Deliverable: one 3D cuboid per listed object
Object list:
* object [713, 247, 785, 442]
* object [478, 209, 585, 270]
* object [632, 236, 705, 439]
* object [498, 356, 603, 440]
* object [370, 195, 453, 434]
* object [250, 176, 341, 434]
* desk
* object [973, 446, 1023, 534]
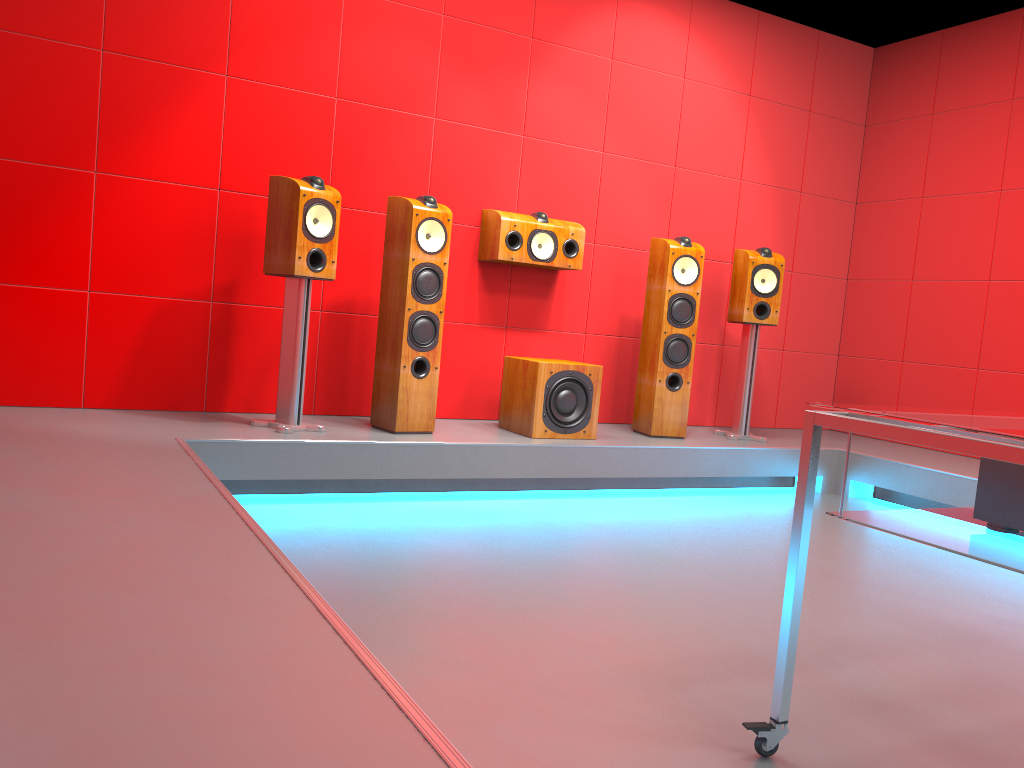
[{"bbox_3d":[1.322,-0.224,4.929,0.231,1.058,0.265,5,4,-8],"label":"object"},{"bbox_3d":[0.107,-0.749,4.585,0.493,0.271,0.235,3,5,-28],"label":"object"},{"bbox_3d":[0.828,-0.248,4.689,0.203,1.052,0.238,4,4,-18],"label":"object"},{"bbox_3d":[0.188,0.066,4.357,0.360,0.360,0.360,3,5,-28],"label":"object"},{"bbox_3d":[-0.450,-0.312,3.974,0.203,1.052,0.238,2,5,-38],"label":"object"},{"bbox_3d":[-0.904,-0.338,3.729,0.265,1.058,0.231,9,6,41],"label":"object"},{"bbox_3d":[1.311,0.440,1.813,1.617,0.690,0.594,3,5,-28],"label":"desk"},{"bbox_3d":[1.165,0.224,1.635,0.431,0.158,0.371,3,5,-28],"label":"object"}]
